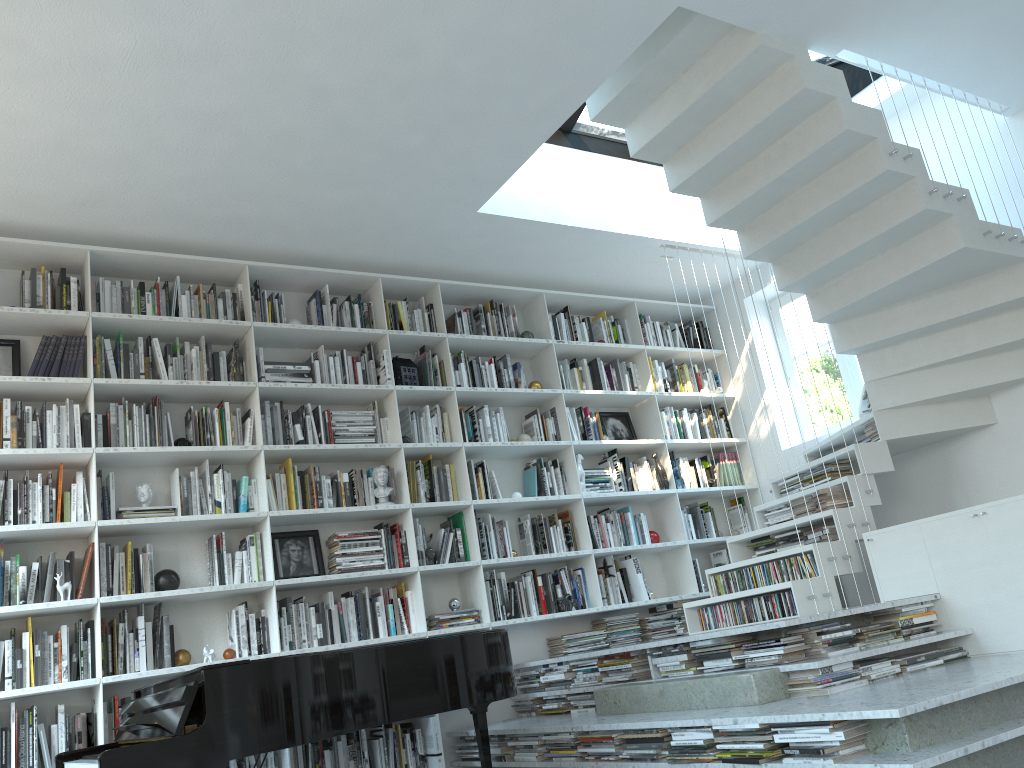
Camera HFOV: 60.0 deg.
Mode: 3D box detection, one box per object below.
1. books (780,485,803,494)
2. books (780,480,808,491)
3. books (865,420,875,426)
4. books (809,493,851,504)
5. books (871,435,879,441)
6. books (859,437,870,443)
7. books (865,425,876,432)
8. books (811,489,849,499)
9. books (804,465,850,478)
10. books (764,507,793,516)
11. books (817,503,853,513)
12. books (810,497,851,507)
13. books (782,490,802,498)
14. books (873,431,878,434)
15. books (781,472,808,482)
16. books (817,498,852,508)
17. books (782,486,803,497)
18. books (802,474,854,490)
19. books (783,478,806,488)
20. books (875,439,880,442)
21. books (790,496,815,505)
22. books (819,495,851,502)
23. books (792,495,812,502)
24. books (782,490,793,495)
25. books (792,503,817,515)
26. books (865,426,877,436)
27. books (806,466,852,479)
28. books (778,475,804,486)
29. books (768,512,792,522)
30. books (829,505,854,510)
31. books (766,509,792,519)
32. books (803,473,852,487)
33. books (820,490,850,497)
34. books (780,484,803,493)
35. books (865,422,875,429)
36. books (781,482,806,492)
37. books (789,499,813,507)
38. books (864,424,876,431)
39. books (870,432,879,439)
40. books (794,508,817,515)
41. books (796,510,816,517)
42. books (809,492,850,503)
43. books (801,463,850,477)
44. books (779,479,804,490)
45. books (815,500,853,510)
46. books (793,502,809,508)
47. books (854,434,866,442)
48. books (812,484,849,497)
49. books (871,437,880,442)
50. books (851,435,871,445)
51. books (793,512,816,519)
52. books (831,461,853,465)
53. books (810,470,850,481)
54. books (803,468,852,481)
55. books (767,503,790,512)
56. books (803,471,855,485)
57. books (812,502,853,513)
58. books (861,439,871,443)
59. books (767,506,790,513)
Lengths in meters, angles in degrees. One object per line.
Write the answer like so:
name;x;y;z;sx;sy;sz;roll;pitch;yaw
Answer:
books;1.892;0.677;5.762;0.184;0.006;0.263;-4;-18;-18
books;1.889;0.654;5.769;0.162;0.008;0.291;-5;-18;-14
books;2.282;0.215;5.335;0.266;0.008;0.164;-5;-18;-13
books;1.892;0.658;5.143;0.295;0.007;0.146;-9;-17;-3
books;2.297;0.299;5.311;0.223;0.015;0.180;-7;-17;-10
books;2.296;0.341;5.563;0.161;0.012;0.255;-7;-17;-10
books;2.286;0.246;5.334;0.290;0.006;0.149;-8;-17;-5
books;1.887;0.631;5.153;0.254;0.005;0.161;-9;-17;-1
books;1.954;0.544;5.499;0.174;0.009;0.241;-2;-19;-24
books;1.741;0.809;5.644;0.173;0.011;0.204;4;-22;-37
books;1.902;0.719;5.141;0.215;0.013;0.190;-9;-17;-1
books;1.895;0.675;5.138;0.295;0.006;0.147;-10;-17;0
books;1.896;0.705;5.753;0.176;0.008;0.276;-3;-18;-20
books;2.291;0.275;5.330;0.208;0.008;0.144;-5;-18;-13
books;1.885;0.608;5.784;0.165;0.014;0.236;-5;-18;-16
books;1.896;0.685;5.135;0.214;0.014;0.139;-8;-17;-6
books;1.895;0.693;5.757;0.166;0.018;0.265;-5;-18;-14
books;1.954;0.606;5.476;0.182;0.013;0.288;-4;-18;-19
books;1.905;0.636;5.780;0.136;0.017;0.299;-4;-18;-17
books;2.298;0.327;5.326;0.210;0.015;0.130;-8;-17;-7
books;1.821;0.704;5.398;0.166;0.017;0.191;0;-20;-30
books;1.894;0.671;5.155;0.231;0.011;0.172;-10;-17;2
books;1.816;0.693;5.406;0.155;0.009;0.155;2;-20;-32
books;1.901;0.681;5.763;0.152;0.005;0.294;-3;-18;-21
books;1.836;0.746;5.372;0.178;0.035;0.222;0;-19;-28
books;2.286;0.256;5.320;0.262;0.023;0.201;-8;-17;-7
books;1.965;0.553;5.500;0.144;0.011;0.258;-1;-19;-26
books;1.878;0.622;5.777;0.190;0.015;0.231;-4;-18;-19
books;1.764;0.839;5.647;0.143;0.019;0.231;2;-21;-33
books;1.904;0.733;5.143;0.206;0.012;0.184;-8;-17;-6
books;1.757;0.822;5.649;0.149;0.016;0.240;2;-21;-34
books;1.951;0.594;5.479;0.191;0.014;0.244;-3;-18;-20
books;1.889;0.645;5.165;0.184;0.016;0.179;-8;-17;-5
books;1.889;0.671;5.763;0.170;0.006;0.269;-3;-18;-22
books;2.282;0.234;5.353;0.262;0.016;0.132;-6;-17;-11
books;1.888;0.663;5.765;0.171;0.011;0.232;-3;-18;-22
books;1.824;0.717;5.393;0.218;0.012;0.156;-4;-18;-17
books;2.285;0.241;5.338;0.285;0.007;0.160;-7;-17;-8
books;2.294;0.284;5.317;0.238;0.018;0.174;-8;-17;-7
books;1.837;0.767;5.370;0.188;0.005;0.182;2;-20;-32
books;1.827;0.783;5.388;0.139;0.013;0.155;1;-20;-30
books;1.891;0.651;5.145;0.295;0.007;0.146;-10;-17;0
books;1.944;0.534;5.499;0.191;0.013;0.244;-3;-18;-22
books;1.887;0.648;5.771;0.168;0.005;0.293;-5;-18;-15
books;1.899;0.701;5.144;0.222;0.011;0.181;-9;-17;-2
books;1.817;0.735;5.405;0.159;0.012;0.129;-4;-18;-18
books;2.278;0.324;5.566;0.182;0.016;0.199;-6;-18;-12
books;1.885;0.620;5.165;0.234;0.025;0.158;-11;-17;3
books;2.298;0.310;5.309;0.241;0.008;0.168;-8;-17;-6
books;2.281;0.334;5.563;0.192;0.006;0.300;-7;-17;-9
books;1.837;0.790;5.371;0.200;0.014;0.178;0;-19;-28
books;1.969;0.524;5.512;0.134;0.007;0.299;-2;-19;-24
books;1.965;0.571;5.493;0.154;0.014;0.197;-3;-18;-20
books;1.954;0.562;5.492;0.176;0.007;0.255;-2;-19;-25
books;1.748;0.784;5.659;0.157;0.014;0.181;2;-21;-34
books;1.957;0.582;5.486;0.187;0.009;0.262;-2;-19;-23
books;1.901;0.713;5.154;0.254;0.007;0.189;-8;-17;-6
books;2.286;0.353;5.558;0.170;0.010;0.234;-5;-18;-13
books;1.748;0.798;5.653;0.157;0.014;0.181;3;-21;-36
